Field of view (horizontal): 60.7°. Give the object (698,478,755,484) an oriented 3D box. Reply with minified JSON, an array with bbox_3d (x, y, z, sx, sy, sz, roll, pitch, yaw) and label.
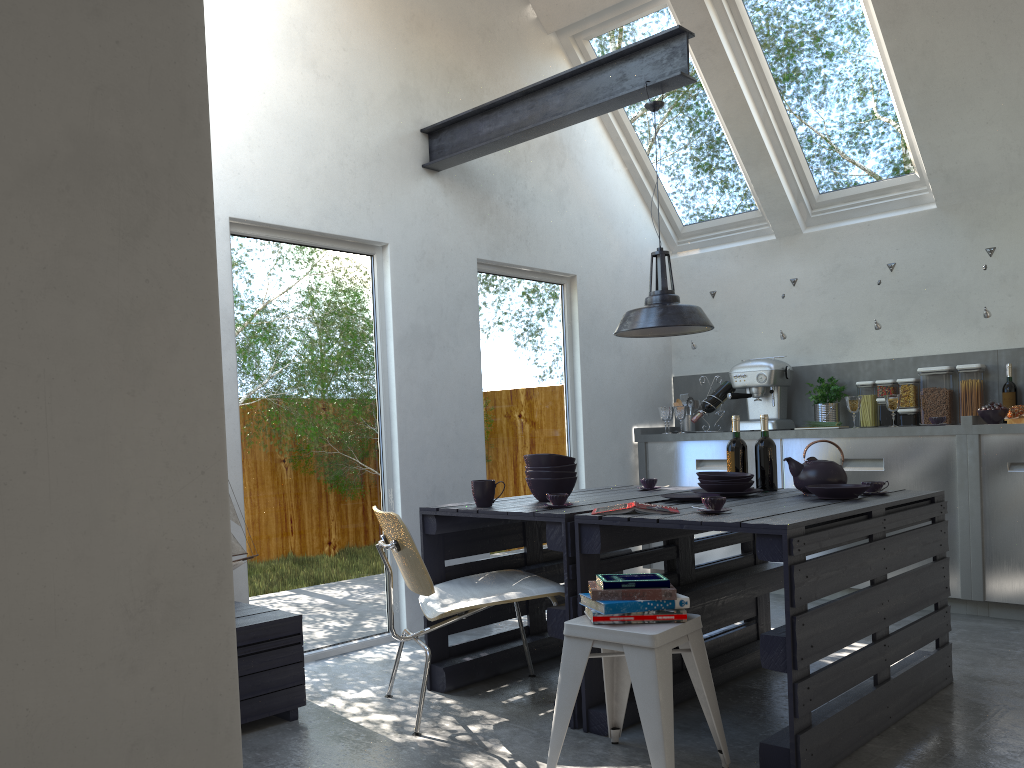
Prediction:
[{"bbox_3d":[0.918,0.432,3.754,0.215,0.063,0.243,1,-4,-42],"label":"object"}]

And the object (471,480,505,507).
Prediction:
[{"bbox_3d":[-0.106,0.456,3.645,0.137,0.109,0.095,-3,-1,35],"label":"object"}]

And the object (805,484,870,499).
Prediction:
[{"bbox_3d":[1.277,0.423,3.429,0.227,0.047,0.232,-2,-3,-6],"label":"object"}]

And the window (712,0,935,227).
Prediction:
[{"bbox_3d":[1.844,-1.768,5.141,0.885,1.391,1.387,-2,-1,44],"label":"window"}]

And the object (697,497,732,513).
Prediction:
[{"bbox_3d":[0.705,0.420,3.049,0.109,0.056,0.123,0,-3,-39],"label":"object"}]

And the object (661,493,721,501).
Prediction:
[{"bbox_3d":[0.730,0.465,3.582,0.220,0.019,0.249,1,-4,-42],"label":"object"}]

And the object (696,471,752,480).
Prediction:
[{"bbox_3d":[0.912,0.408,3.760,0.243,0.058,0.215,-5,-4,43],"label":"object"}]

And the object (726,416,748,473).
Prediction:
[{"bbox_3d":[1.033,0.317,4.014,0.090,0.345,0.092,-2,1,-8],"label":"object"}]

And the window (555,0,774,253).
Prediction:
[{"bbox_3d":[1.089,-1.693,5.869,0.885,1.397,1.393,-2,-1,44],"label":"window"}]

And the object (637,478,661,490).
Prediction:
[{"bbox_3d":[0.674,0.492,4.303,0.123,0.056,0.110,-4,-3,31],"label":"object"}]

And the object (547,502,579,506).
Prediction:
[{"bbox_3d":[0.204,0.482,3.519,0.130,0.013,0.028,-2,-2,-7],"label":"object"}]

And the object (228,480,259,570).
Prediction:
[{"bbox_3d":[-1.291,0.425,3.263,0.149,0.991,0.741,-1,1,44],"label":"object"}]

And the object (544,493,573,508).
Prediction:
[{"bbox_3d":[0.184,0.464,3.484,0.123,0.056,0.110,-4,-3,31],"label":"object"}]

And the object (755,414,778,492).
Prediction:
[{"bbox_3d":[1.138,0.309,3.926,0.089,0.345,0.093,-2,1,-13],"label":"object"}]

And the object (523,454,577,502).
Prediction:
[{"bbox_3d":[0.170,0.407,3.815,0.206,0.214,0.201,-3,-1,45],"label":"object"}]

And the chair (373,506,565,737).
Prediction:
[{"bbox_3d":[-0.157,0.890,3.517,0.750,0.820,0.716,-2,-1,-16],"label":"chair"}]

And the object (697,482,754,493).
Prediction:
[{"bbox_3d":[0.918,0.447,3.756,0.227,0.047,0.232,-2,-3,-6],"label":"object"}]

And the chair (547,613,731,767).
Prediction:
[{"bbox_3d":[0.392,0.992,2.763,0.447,0.505,0.411,-2,-1,39],"label":"chair"}]

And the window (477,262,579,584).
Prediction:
[{"bbox_3d":[0.090,0.346,5.548,0.063,2.130,0.924,-1,1,44],"label":"window"}]

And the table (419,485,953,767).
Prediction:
[{"bbox_3d":[0.713,0.880,3.694,1.705,0.797,1.413,-4,-3,43],"label":"table"}]

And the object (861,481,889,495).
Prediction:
[{"bbox_3d":[1.462,0.421,3.545,0.123,0.056,0.109,-4,-3,36],"label":"object"}]

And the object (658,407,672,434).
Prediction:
[{"bbox_3d":[1.076,0.256,6.135,0.104,0.192,0.092,-2,1,37],"label":"object"}]

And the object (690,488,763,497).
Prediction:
[{"bbox_3d":[0.920,0.468,3.758,0.287,0.024,0.304,-1,-3,-15],"label":"object"}]

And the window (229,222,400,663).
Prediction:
[{"bbox_3d":[-0.993,0.321,4.410,0.063,2.130,0.924,-1,1,44],"label":"window"}]

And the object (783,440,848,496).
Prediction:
[{"bbox_3d":[1.294,0.352,3.686,0.205,0.233,0.225,-1,-1,-45],"label":"object"}]

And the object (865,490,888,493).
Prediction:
[{"bbox_3d":[1.462,0.436,3.504,0.124,0.013,0.029,0,-3,-34],"label":"object"}]

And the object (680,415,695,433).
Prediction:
[{"bbox_3d":[1.282,0.291,6.383,0.106,0.132,0.107,-2,0,-5],"label":"object"}]

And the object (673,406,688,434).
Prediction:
[{"bbox_3d":[1.182,0.252,6.125,0.094,0.192,0.103,-2,0,-24],"label":"object"}]

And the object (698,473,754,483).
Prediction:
[{"bbox_3d":[0.919,0.419,3.758,0.214,0.063,0.244,1,-4,-42],"label":"object"}]

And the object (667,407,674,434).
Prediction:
[{"bbox_3d":[1.122,0.262,6.265,0.102,0.192,0.095,-2,0,14],"label":"object"}]

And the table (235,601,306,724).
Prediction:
[{"bbox_3d":[-1.318,1.127,3.342,0.558,0.415,0.869,-3,-3,44],"label":"table"}]

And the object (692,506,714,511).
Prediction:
[{"bbox_3d":[0.665,0.440,3.067,0.026,0.013,0.137,-1,-3,-23],"label":"object"}]
